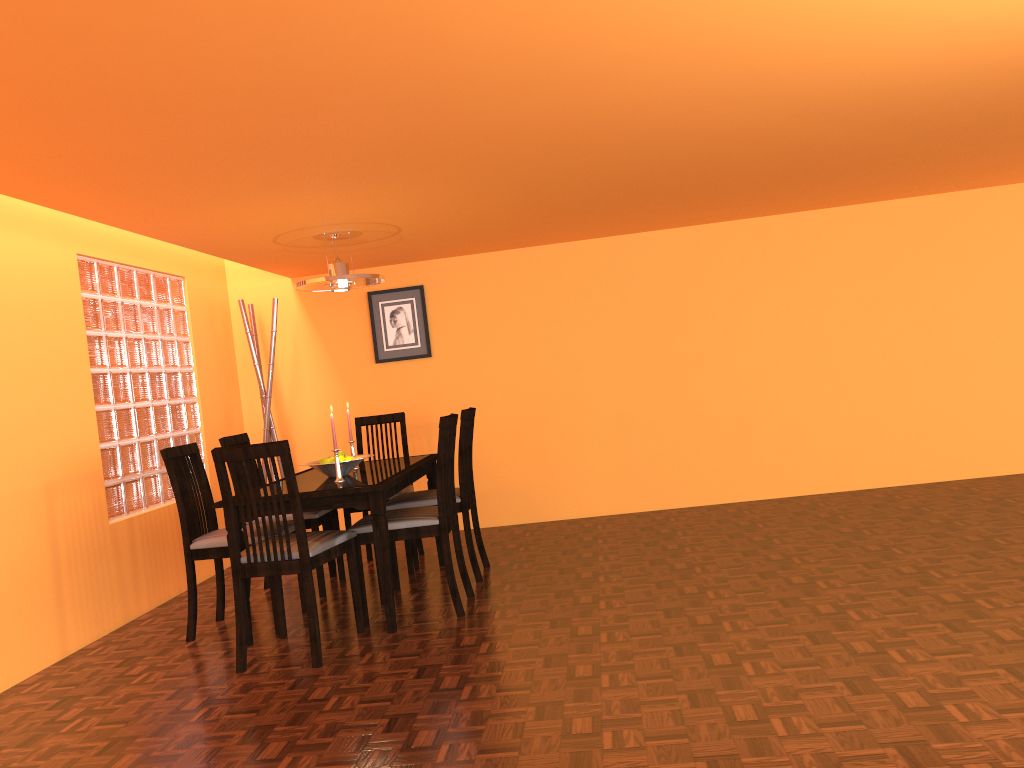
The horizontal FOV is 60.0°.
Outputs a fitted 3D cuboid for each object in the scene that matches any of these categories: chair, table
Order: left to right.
[{"bbox_3d":[-1.175,0.640,3.780,0.465,0.809,0.373,-7,1,5],"label":"chair"},{"bbox_3d":[-1.123,0.629,4.354,0.465,0.809,0.373,-7,1,5],"label":"chair"},{"bbox_3d":[-0.835,0.605,3.303,0.373,0.809,0.465,-7,1,10],"label":"chair"},{"bbox_3d":[-0.728,0.699,4.022,0.697,0.584,1.259,-7,1,5],"label":"table"},{"bbox_3d":[-0.694,0.575,4.759,0.373,0.809,0.465,-7,1,0],"label":"chair"},{"bbox_3d":[-0.418,0.552,3.707,0.465,0.809,0.373,-7,1,5],"label":"chair"},{"bbox_3d":[-0.365,0.541,4.281,0.465,0.809,0.373,-7,1,5],"label":"chair"}]

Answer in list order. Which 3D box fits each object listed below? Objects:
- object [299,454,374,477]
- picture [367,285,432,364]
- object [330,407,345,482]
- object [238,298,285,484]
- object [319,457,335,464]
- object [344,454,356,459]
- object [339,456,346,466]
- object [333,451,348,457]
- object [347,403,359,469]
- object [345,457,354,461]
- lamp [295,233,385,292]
[{"bbox_3d":[-0.783,0.376,3.980,0.337,0.072,0.337,-7,1,-28],"label":"object"},{"bbox_3d":[-0.709,-0.375,5.589,0.361,0.456,0.014,-7,1,5],"label":"picture"},{"bbox_3d":[-0.741,0.246,3.710,0.044,0.326,0.044,-7,1,-6],"label":"object"},{"bbox_3d":[-1.472,0.270,5.421,0.308,1.589,0.226,-6,1,27],"label":"object"},{"bbox_3d":[-0.817,0.365,3.955,0.089,0.076,0.087,-7,1,12],"label":"object"},{"bbox_3d":[-0.727,0.347,3.994,0.055,0.070,0.066,-7,1,-13],"label":"object"},{"bbox_3d":[-0.753,0.338,3.890,0.046,0.046,0.055,-7,1,-12],"label":"object"},{"bbox_3d":[-0.783,0.339,4.052,0.069,0.066,0.069,-7,1,15],"label":"object"},{"bbox_3d":[-0.774,0.244,4.258,0.044,0.326,0.044,-7,1,-6],"label":"object"},{"bbox_3d":[-0.725,0.346,3.932,0.055,0.046,0.046,-7,1,-32],"label":"object"},{"bbox_3d":[-0.849,-0.592,4.328,0.435,0.274,0.435,-6,1,28],"label":"lamp"}]
